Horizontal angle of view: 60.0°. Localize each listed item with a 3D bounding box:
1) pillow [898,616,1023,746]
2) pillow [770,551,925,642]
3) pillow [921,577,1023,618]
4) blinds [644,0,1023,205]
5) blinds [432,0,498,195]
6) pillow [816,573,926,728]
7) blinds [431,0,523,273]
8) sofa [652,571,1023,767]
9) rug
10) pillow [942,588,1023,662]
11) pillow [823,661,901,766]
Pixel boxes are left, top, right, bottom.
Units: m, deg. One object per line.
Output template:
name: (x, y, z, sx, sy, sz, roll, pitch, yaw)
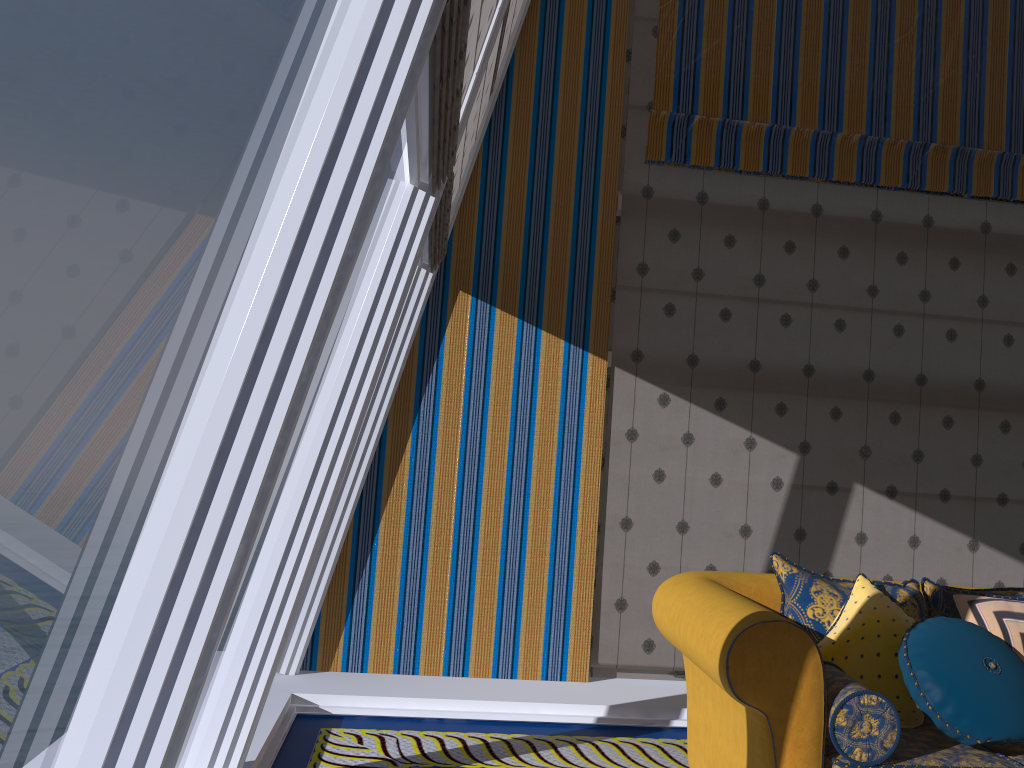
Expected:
pillow: (1.483, 0.963, 2.876, 0.386, 0.367, 0.465, 0, -6, 45)
pillow: (1.220, 0.976, 3.242, 0.600, 0.672, 0.354, 4, -4, 2)
pillow: (1.805, 1.054, 3.312, 0.614, 0.609, 0.339, 4, -4, -1)
blinds: (2.153, -2.569, 4.986, 2.667, 2.988, 0.151, 5, -4, -6)
blinds: (0.336, -2.365, 2.632, 0.876, 3.392, 1.363, 4, -4, -5)
pillow: (1.285, 0.924, 3.096, 0.611, 0.491, 0.232, 4, -4, -1)
blinds: (0.196, -2.266, 4.104, 0.876, 3.392, 1.363, 4, -4, -5)
sofa: (1.489, 1.192, 3.139, 1.851, 0.853, 1.010, 4, -4, -4)
rug: (2.448, 1.630, 2.461, 6.273, 0.011, 3.587, 5, -4, -6)
pillow: (1.836, 0.984, 3.119, 0.523, 0.455, 0.327, 5, -4, -6)
pillow: (1.035, 1.023, 2.784, 0.215, 0.219, 0.377, 4, -4, -1)
